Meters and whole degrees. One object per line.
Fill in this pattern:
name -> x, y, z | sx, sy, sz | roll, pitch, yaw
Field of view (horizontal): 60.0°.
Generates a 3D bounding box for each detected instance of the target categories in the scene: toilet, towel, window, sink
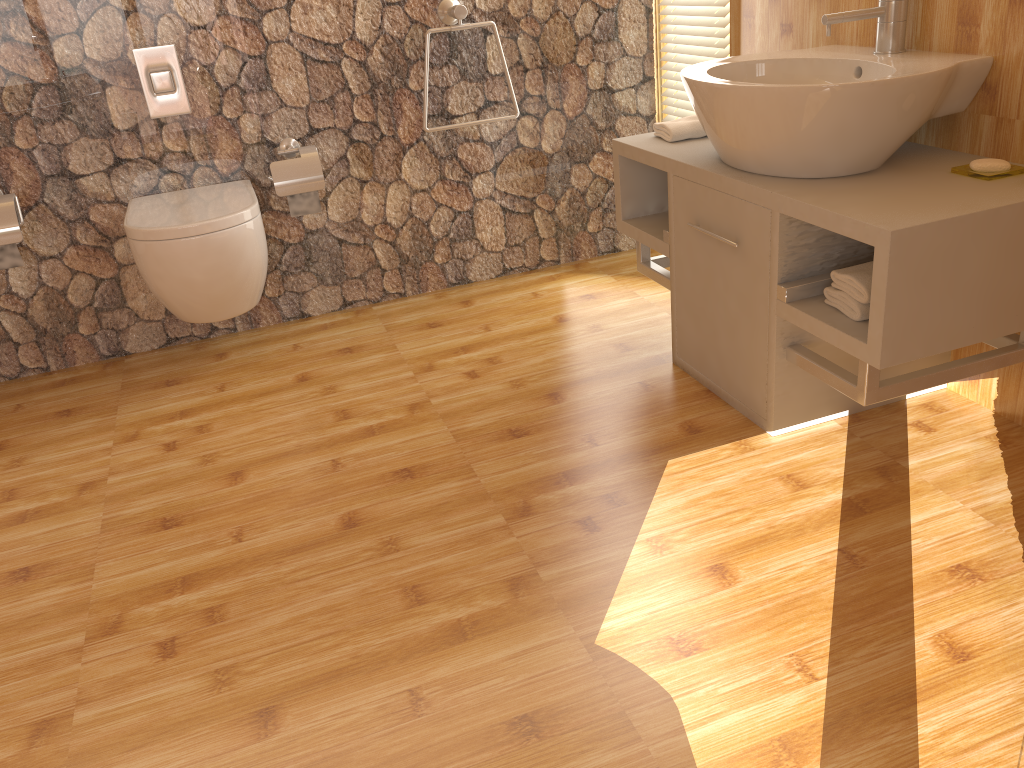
toilet -> -0.915, -0.369, 2.649 | 0.371, 0.337, 0.507 | -14, 26, -15
towel -> 0.518, -0.715, 2.444 | 0.225, 0.048, 0.140 | -11, 26, -10
window -> 1.283, -0.803, 1.275 | 0.010, 2.164, 3.964 | -14, 26, -15
towel -> 0.776, -0.189, 1.820 | 0.225, 0.048, 0.140 | -11, 26, -10
towel -> 0.784, -0.222, 1.799 | 0.225, 0.048, 0.140 | -11, 26, -10
sink -> 0.666, -0.716, 1.993 | 0.533, 0.409, 0.634 | -14, 26, -15

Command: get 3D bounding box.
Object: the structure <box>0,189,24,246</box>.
structure -> -1.517, -0.488, 2.576 | 0.170, 0.151, 0.154 | -14, 26, -15

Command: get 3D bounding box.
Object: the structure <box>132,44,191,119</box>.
structure -> -1.046, -0.904, 2.653 | 0.120, 0.200, 0.010 | -14, 26, -15

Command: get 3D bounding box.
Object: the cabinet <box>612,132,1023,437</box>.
cabinet -> 0.722, -0.278, 2.208 | 0.517, 0.570, 1.136 | -14, 26, -15

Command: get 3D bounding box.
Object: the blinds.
blinds -> 0.568, -1.452, 2.771 | 0.042, 2.178, 0.420 | -14, 26, -15

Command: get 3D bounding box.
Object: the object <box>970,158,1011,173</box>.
object -> 0.968, -0.442, 1.796 | 0.075, 0.023, 0.050 | 2, 27, 17

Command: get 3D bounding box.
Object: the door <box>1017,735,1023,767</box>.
door -> 1.013, -0.418, 0.542 | 0.983, 2.147, 0.077 | 4, 28, 21

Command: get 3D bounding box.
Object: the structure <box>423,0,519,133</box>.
structure -> -0.162, -1.036, 2.860 | 0.332, 0.387, 0.133 | -14, 26, -15

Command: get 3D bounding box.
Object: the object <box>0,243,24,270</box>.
object -> -1.496, -0.415, 2.589 | 0.098, 0.151, 0.090 | -14, 26, -15

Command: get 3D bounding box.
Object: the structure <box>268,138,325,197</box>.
structure -> -0.691, -0.689, 2.800 | 0.170, 0.151, 0.154 | -14, 26, -15

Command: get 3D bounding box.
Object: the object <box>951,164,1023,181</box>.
object -> 0.967, -0.434, 1.799 | 0.100, 0.010, 0.100 | -14, 26, -15

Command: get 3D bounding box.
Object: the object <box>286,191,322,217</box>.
object -> -0.670, -0.616, 2.813 | 0.098, 0.151, 0.090 | -14, 26, -15
